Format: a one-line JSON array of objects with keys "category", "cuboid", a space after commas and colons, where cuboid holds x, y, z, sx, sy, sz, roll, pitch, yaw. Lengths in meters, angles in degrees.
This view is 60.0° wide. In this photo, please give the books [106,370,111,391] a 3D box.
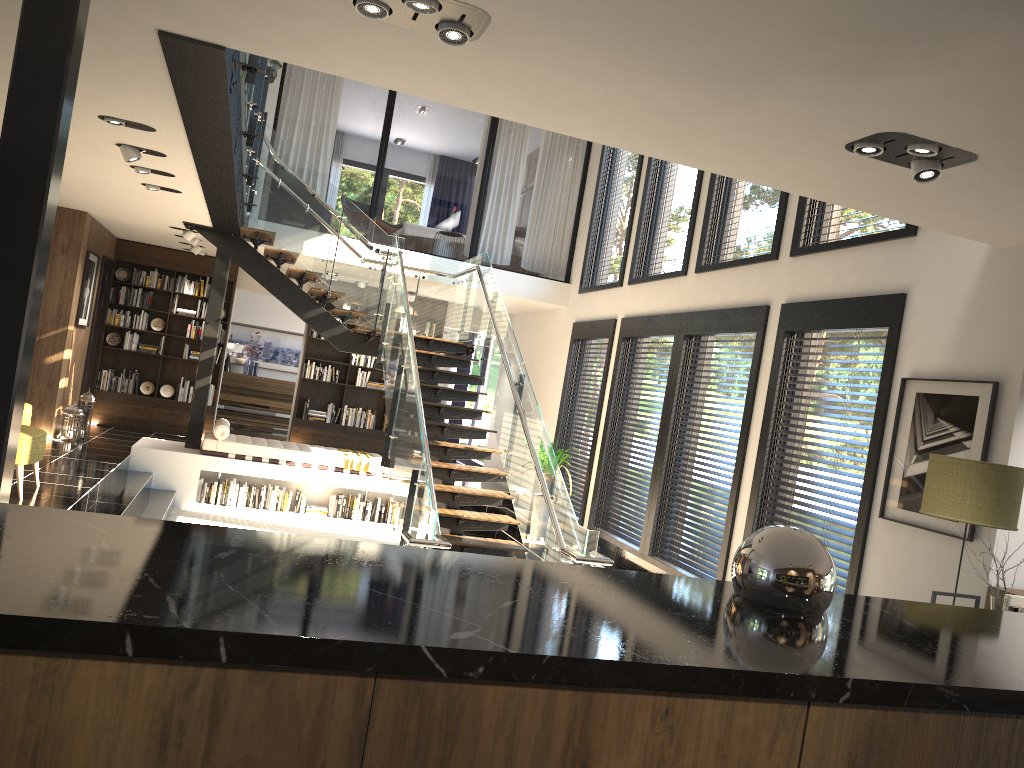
[{"category": "books", "cuboid": [-5.835, -0.056, 12.854, 0.015, 0.306, 0.222, 9, 0, -17]}]

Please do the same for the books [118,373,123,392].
[{"category": "books", "cuboid": [-5.683, -0.018, 12.908, 0.017, 0.282, 0.232, 9, 0, -17]}]

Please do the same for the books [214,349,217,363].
[{"category": "books", "cuboid": [-4.449, -0.437, 13.293, 0.038, 0.257, 0.138, 9, 0, -17]}]

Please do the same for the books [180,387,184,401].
[{"category": "books", "cuboid": [-4.897, 0.148, 13.167, 0.034, 0.215, 0.104, 9, 0, -17]}]

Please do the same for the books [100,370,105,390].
[{"category": "books", "cuboid": [-5.919, -0.058, 12.845, 0.014, 0.282, 0.232, 9, 0, -17]}]

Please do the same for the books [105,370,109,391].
[{"category": "books", "cuboid": [-5.852, -0.057, 12.856, 0.016, 0.304, 0.217, 9, 0, -17]}]

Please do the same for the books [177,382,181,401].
[{"category": "books", "cuboid": [-4.935, 0.110, 13.151, 0.024, 0.278, 0.135, 9, 0, -17]}]

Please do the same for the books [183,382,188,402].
[{"category": "books", "cuboid": [-4.849, 0.119, 13.180, 0.019, 0.289, 0.145, 9, 0, -17]}]

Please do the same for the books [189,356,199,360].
[{"category": "books", "cuboid": [-4.666, -0.378, 13.203, 0.272, 0.028, 0.174, 10, -1, -21]}]

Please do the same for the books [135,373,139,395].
[{"category": "books", "cuboid": [-5.482, -0.002, 12.969, 0.042, 0.315, 0.193, 9, 0, -17]}]

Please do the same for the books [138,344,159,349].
[{"category": "books", "cuboid": [-5.326, -0.550, 12.989, 0.293, 0.016, 0.174, 10, -1, -18]}]

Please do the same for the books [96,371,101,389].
[{"category": "books", "cuboid": [-5.980, -0.057, 12.853, 0.032, 0.261, 0.194, 9, 0, -17]}]

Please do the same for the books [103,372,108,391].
[{"category": "books", "cuboid": [-5.871, -0.043, 12.845, 0.022, 0.269, 0.215, 9, 0, -17]}]

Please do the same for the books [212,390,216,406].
[{"category": "books", "cuboid": [-4.461, 0.205, 13.285, 0.029, 0.247, 0.139, 9, 0, -17]}]

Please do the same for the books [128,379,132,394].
[{"category": "books", "cuboid": [-5.575, 0.038, 12.964, 0.033, 0.208, 0.191, 9, 0, -17]}]

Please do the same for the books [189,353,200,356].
[{"category": "books", "cuboid": [-4.662, -0.432, 13.217, 0.266, 0.019, 0.157, 10, -1, -15]}]

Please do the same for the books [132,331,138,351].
[{"category": "books", "cuboid": [-5.504, -0.626, 12.934, 0.032, 0.279, 0.133, 9, 0, -17]}]

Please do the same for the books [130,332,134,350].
[{"category": "books", "cuboid": [-5.534, -0.624, 12.934, 0.024, 0.265, 0.147, 9, 0, -17]}]

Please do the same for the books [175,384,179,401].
[{"category": "books", "cuboid": [-4.962, 0.122, 13.152, 0.023, 0.244, 0.135, 9, 0, -17]}]

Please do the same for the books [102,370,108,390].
[{"category": "books", "cuboid": [-5.904, -0.055, 12.868, 0.030, 0.282, 0.170, 9, 0, -17]}]

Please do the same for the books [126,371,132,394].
[{"category": "books", "cuboid": [-5.583, -0.022, 12.938, 0.016, 0.322, 0.218, 9, 0, -17]}]

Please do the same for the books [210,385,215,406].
[{"category": "books", "cuboid": [-4.481, 0.171, 13.267, 0.029, 0.306, 0.149, 9, 0, -17]}]

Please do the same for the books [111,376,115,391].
[{"category": "books", "cuboid": [-5.797, -0.001, 12.919, 0.035, 0.212, 0.159, 9, 0, -17]}]

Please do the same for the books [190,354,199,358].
[{"category": "books", "cuboid": [-4.664, -0.407, 13.212, 0.263, 0.030, 0.159, 10, -1, -20]}]

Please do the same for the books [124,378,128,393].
[{"category": "books", "cuboid": [-5.622, 0.023, 12.949, 0.036, 0.222, 0.173, 9, 0, -17]}]

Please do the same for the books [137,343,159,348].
[{"category": "books", "cuboid": [-5.320, -0.564, 12.982, 0.292, 0.013, 0.187, 9, -1, -14]}]

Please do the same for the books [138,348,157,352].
[{"category": "books", "cuboid": [-5.337, -0.499, 13.001, 0.266, 0.021, 0.152, 10, -1, -18]}]

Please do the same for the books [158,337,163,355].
[{"category": "books", "cuboid": [-5.165, -0.560, 13.047, 0.032, 0.261, 0.157, 9, 0, -17]}]

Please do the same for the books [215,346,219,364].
[{"category": "books", "cuboid": [-4.411, -0.436, 13.255, 0.013, 0.267, 0.177, 9, 0, -17]}]

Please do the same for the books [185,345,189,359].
[{"category": "books", "cuboid": [-4.810, -0.472, 13.143, 0.036, 0.206, 0.215, 9, 0, -17]}]

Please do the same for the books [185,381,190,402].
[{"category": "books", "cuboid": [-4.824, 0.107, 13.171, 0.019, 0.321, 0.161, 9, 0, -17]}]

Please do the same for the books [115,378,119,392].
[{"category": "books", "cuboid": [-5.742, 0.010, 12.914, 0.029, 0.207, 0.166, 9, 0, -17]}]

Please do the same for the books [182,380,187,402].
[{"category": "books", "cuboid": [-4.864, 0.102, 13.173, 0.019, 0.317, 0.122, 9, 0, -17]}]

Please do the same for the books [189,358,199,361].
[{"category": "books", "cuboid": [-4.673, -0.355, 13.214, 0.245, 0.021, 0.159, 10, -1, -15]}]

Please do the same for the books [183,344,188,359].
[{"category": "books", "cuboid": [-4.847, -0.487, 13.161, 0.028, 0.224, 0.161, 9, 0, -17]}]

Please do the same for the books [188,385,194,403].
[{"category": "books", "cuboid": [-4.771, 0.149, 13.189, 0.037, 0.255, 0.145, 9, 0, -17]}]

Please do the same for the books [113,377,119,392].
[{"category": "books", "cuboid": [-5.757, 0.002, 12.881, 0.021, 0.217, 0.220, 9, 0, -17]}]

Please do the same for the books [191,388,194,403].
[{"category": "books", "cuboid": [-4.745, 0.151, 13.211, 0.025, 0.260, 0.114, 9, 0, -17]}]

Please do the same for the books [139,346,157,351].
[{"category": "books", "cuboid": [-5.333, -0.526, 13.001, 0.244, 0.033, 0.142, 10, -1, -21]}]

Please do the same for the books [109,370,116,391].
[{"category": "books", "cuboid": [-5.810, -0.050, 12.890, 0.020, 0.304, 0.189, 9, 0, -17]}]

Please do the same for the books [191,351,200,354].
[{"category": "books", "cuboid": [-4.660, -0.457, 13.226, 0.239, 0.031, 0.146, 10, -1, -17]}]

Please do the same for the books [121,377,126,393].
[{"category": "books", "cuboid": [-5.655, 0.017, 12.940, 0.034, 0.223, 0.208, 9, 0, -17]}]

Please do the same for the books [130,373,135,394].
[{"category": "books", "cuboid": [-5.533, -0.004, 12.954, 0.027, 0.304, 0.204, 9, 0, -17]}]

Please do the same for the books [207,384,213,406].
[{"category": "books", "cuboid": [-4.512, 0.162, 13.264, 0.035, 0.314, 0.168, 9, 0, -17]}]

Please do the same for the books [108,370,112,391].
[{"category": "books", "cuboid": [-5.830, -0.052, 12.891, 0.018, 0.301, 0.195, 9, 0, -17]}]

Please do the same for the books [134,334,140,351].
[{"category": "books", "cuboid": [-5.481, -0.609, 12.960, 0.030, 0.253, 0.138, 9, 0, -17]}]

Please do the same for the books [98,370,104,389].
[{"category": "books", "cuboid": [-5.949, -0.065, 12.869, 0.032, 0.288, 0.179, 9, 0, -17]}]

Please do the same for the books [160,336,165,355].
[{"category": "books", "cuboid": [-5.132, -0.567, 13.031, 0.018, 0.286, 0.157, 9, 0, -17]}]

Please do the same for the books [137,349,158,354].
[{"category": "books", "cuboid": [-5.341, -0.473, 12.999, 0.263, 0.032, 0.154, 10, -1, -15]}]

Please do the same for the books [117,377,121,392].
[{"category": "books", "cuboid": [-5.712, 0.007, 12.913, 0.026, 0.222, 0.209, 9, 0, -17]}]

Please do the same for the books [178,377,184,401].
[{"category": "books", "cuboid": [-4.897, 0.074, 13.117, 0.017, 0.359, 0.189, 9, 0, -17]}]

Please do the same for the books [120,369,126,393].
[{"category": "books", "cuboid": [-5.658, -0.044, 12.896, 0.016, 0.341, 0.217, 9, 0, -17]}]

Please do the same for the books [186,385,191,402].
[{"category": "books", "cuboid": [-4.810, 0.145, 13.198, 0.034, 0.250, 0.114, 9, 0, -17]}]

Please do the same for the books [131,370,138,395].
[{"category": "books", "cuboid": [-5.501, -0.026, 12.938, 0.019, 0.356, 0.234, 9, 0, -17]}]

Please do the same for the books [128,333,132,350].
[{"category": "books", "cuboid": [-5.563, -0.618, 12.932, 0.032, 0.245, 0.120, 9, 0, -17]}]

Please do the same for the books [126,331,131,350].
[{"category": "books", "cuboid": [-5.577, -0.636, 12.900, 0.018, 0.275, 0.144, 9, 0, -17]}]
